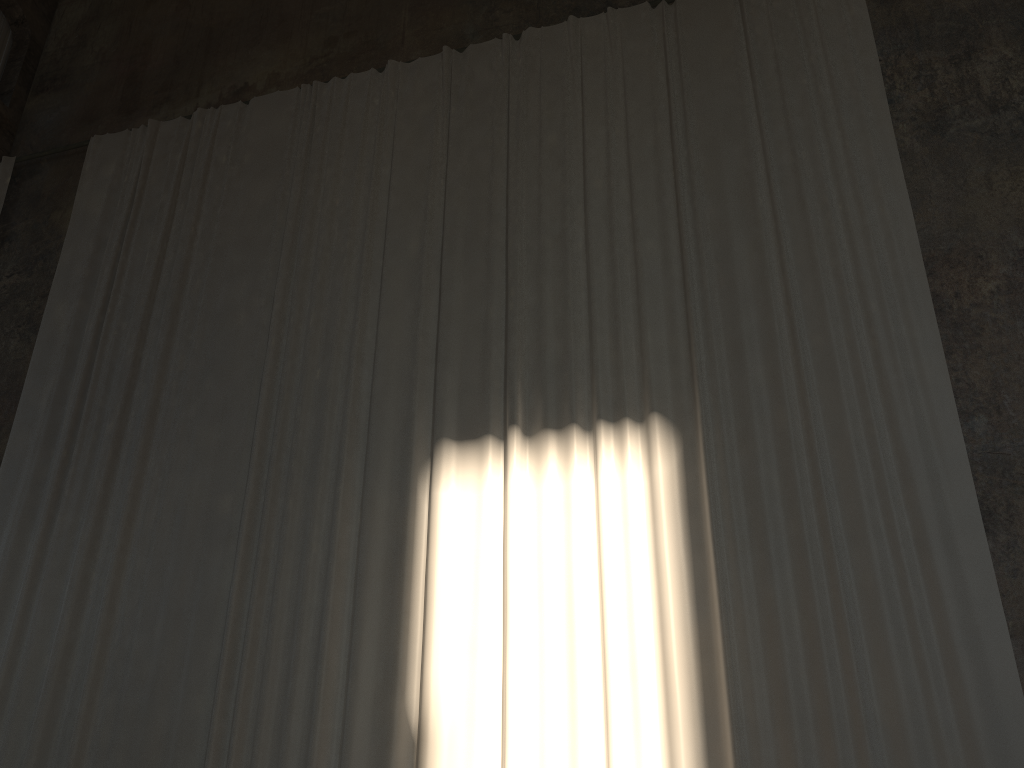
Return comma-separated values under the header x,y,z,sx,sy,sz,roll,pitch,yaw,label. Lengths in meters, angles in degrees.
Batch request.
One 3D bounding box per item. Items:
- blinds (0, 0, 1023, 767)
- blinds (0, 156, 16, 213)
x,y,z,sx,sy,sz,roll,pitch,yaw,label
-0.871,0.538,6.691,7.857,8.196,0.288,-8,-27,16,blinds
-9.195,1.728,8.862,7.857,8.196,0.288,-8,-27,16,blinds
